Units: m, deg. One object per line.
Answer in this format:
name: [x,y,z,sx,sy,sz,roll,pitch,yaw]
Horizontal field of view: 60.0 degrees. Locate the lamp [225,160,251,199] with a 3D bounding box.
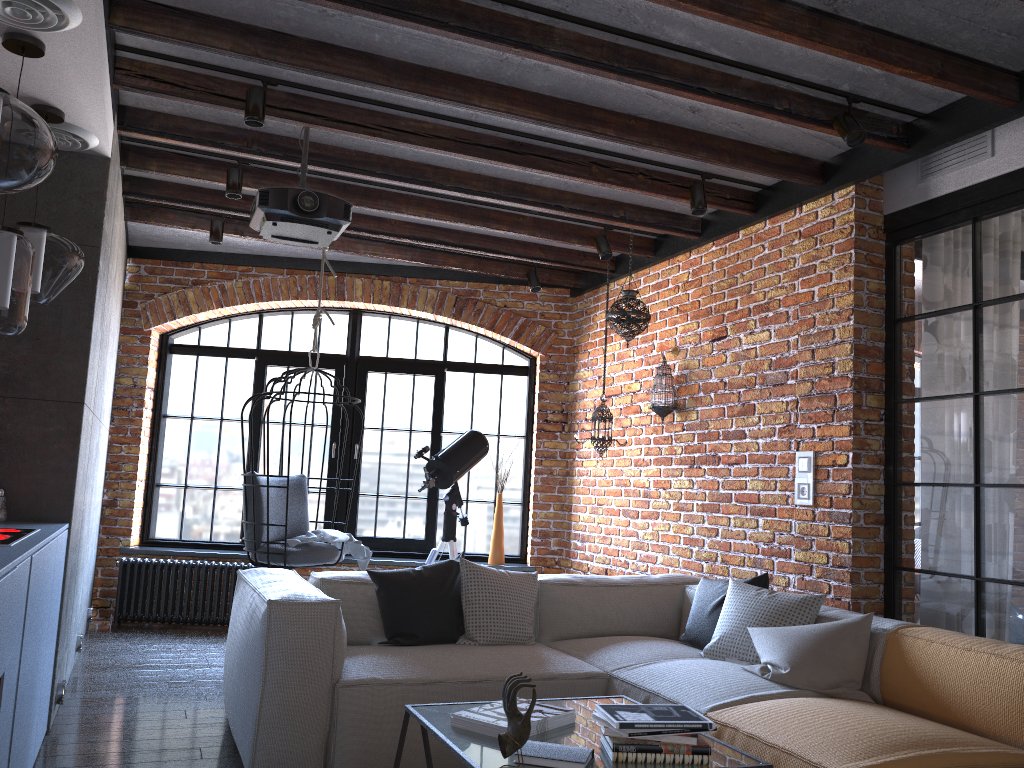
lamp: [-1.445,-1.074,4.649,0.116,0.188,0.083,-1,-8,31]

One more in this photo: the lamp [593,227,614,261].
lamp: [0.562,-0.861,5.458,0.134,0.207,0.090,-2,-8,35]

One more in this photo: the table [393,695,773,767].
table: [0.162,1.162,2.447,0.842,0.388,0.849,6,-7,-22]

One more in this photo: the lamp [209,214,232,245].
lamp: [-1.852,-0.979,5.627,0.121,0.184,0.082,7,-8,-29]

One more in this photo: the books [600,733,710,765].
books: [0.370,0.955,2.332,0.247,0.024,0.209,3,-7,-3]

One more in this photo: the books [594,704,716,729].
books: [0.373,0.878,2.344,0.268,0.014,0.196,4,-7,-11]

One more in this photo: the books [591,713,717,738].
books: [0.372,0.893,2.342,0.268,0.014,0.196,6,-7,-23]

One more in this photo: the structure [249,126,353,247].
structure: [-0.951,-1.073,4.074,0.409,0.816,0.464,6,-7,-22]

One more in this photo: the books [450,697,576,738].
books: [0.007,0.956,2.542,0.225,0.038,0.309,-2,-9,38]

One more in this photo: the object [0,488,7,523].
object: [-2.032,0.478,3.505,0.069,0.135,0.069,9,-9,-42]

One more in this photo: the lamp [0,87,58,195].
lamp: [-1.341,-0.817,2.264,0.364,0.664,0.364,8,-8,-39]

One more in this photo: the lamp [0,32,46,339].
lamp: [-1.584,-0.622,2.782,0.195,0.954,0.198,2,-7,8]

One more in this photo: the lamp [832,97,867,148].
lamp: [1.361,-1.047,3.567,0.094,0.210,0.150,5,-7,-20]

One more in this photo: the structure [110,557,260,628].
structure: [-2.201,1.471,6.170,1.115,0.476,0.106,4,-7,-5]

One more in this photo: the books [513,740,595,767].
books: [0.106,0.923,2.209,0.182,0.029,0.129,1,-7,15]

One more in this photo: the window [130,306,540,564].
window: [-1.279,0.350,6.886,3.293,2.231,0.177,4,-7,-5]

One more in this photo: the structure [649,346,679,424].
structure: [0.923,0.000,5.388,0.169,0.482,0.169,6,-7,-22]

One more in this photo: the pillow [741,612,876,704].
pillow: [1.119,1.011,3.374,0.485,0.314,0.359,0,-7,20]

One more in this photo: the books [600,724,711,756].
books: [0.372,0.932,2.334,0.251,0.023,0.209,3,-7,-3]

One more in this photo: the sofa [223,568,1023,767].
sofa: [0.482,1.132,2.972,2.537,0.697,3.302,6,-7,-22]

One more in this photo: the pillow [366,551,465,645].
pillow: [-0.375,0.946,3.922,0.539,0.417,0.239,7,-8,-32]

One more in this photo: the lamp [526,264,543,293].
lamp: [0.159,-0.764,6.436,0.134,0.208,0.093,-3,-9,43]

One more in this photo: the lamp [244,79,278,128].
lamp: [-1.051,-1.170,3.703,0.119,0.184,0.082,6,-7,-26]

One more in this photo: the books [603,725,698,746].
books: [0.373,0.914,2.360,0.239,0.022,0.191,1,-7,12]

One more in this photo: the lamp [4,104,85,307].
lamp: [-1.790,-0.670,3.335,0.367,0.746,0.367,-1,-8,31]

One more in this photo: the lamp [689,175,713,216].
lamp: [0.954,-0.962,4.516,0.113,0.194,0.085,-2,-8,39]

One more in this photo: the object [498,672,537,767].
object: [0.013,0.809,2.115,0.099,0.222,0.093,1,-7,17]

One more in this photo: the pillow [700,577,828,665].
pillow: [1.042,1.022,3.741,0.293,0.354,0.496,8,-8,-36]

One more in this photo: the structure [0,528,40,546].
structure: [-1.786,0.477,2.748,0.504,0.057,0.764,6,-7,-22]

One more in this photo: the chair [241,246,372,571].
chair: [-1.231,0.020,5.283,0.682,2.219,0.802,0,-7,23]

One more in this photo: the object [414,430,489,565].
object: [-0.482,1.012,5.814,0.570,1.470,0.617,3,-7,4]

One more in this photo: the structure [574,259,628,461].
structure: [0.601,-0.226,5.718,0.389,1.436,0.339,6,-7,-22]

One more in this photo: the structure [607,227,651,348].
structure: [0.711,-0.600,5.352,0.265,0.778,0.273,1,-7,17]

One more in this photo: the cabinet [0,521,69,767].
cabinet: [-1.571,0.832,2.151,0.607,0.843,2.962,6,-7,-22]

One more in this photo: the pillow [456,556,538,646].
pillow: [-0.055,0.988,4.024,0.544,0.402,0.250,9,-9,-40]

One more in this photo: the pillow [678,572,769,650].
pillow: [0.963,1.043,4.076,0.263,0.400,0.510,6,-8,-28]

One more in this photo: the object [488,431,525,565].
object: [-0.043,0.825,6.650,0.270,1.053,0.299,3,-7,-2]
